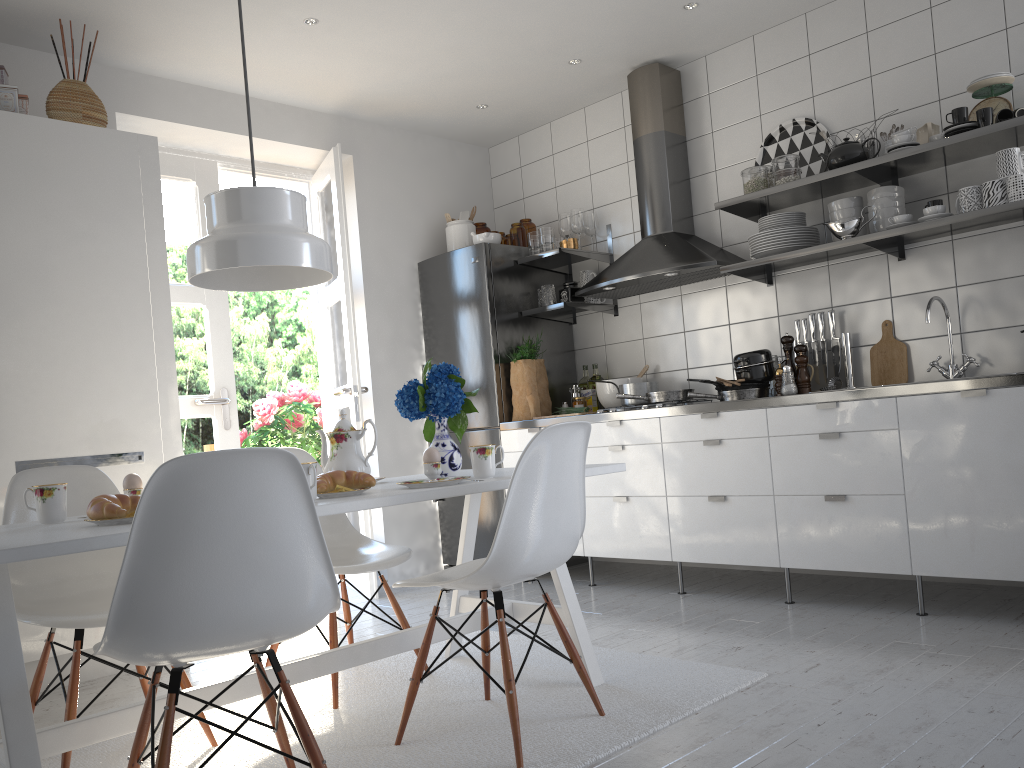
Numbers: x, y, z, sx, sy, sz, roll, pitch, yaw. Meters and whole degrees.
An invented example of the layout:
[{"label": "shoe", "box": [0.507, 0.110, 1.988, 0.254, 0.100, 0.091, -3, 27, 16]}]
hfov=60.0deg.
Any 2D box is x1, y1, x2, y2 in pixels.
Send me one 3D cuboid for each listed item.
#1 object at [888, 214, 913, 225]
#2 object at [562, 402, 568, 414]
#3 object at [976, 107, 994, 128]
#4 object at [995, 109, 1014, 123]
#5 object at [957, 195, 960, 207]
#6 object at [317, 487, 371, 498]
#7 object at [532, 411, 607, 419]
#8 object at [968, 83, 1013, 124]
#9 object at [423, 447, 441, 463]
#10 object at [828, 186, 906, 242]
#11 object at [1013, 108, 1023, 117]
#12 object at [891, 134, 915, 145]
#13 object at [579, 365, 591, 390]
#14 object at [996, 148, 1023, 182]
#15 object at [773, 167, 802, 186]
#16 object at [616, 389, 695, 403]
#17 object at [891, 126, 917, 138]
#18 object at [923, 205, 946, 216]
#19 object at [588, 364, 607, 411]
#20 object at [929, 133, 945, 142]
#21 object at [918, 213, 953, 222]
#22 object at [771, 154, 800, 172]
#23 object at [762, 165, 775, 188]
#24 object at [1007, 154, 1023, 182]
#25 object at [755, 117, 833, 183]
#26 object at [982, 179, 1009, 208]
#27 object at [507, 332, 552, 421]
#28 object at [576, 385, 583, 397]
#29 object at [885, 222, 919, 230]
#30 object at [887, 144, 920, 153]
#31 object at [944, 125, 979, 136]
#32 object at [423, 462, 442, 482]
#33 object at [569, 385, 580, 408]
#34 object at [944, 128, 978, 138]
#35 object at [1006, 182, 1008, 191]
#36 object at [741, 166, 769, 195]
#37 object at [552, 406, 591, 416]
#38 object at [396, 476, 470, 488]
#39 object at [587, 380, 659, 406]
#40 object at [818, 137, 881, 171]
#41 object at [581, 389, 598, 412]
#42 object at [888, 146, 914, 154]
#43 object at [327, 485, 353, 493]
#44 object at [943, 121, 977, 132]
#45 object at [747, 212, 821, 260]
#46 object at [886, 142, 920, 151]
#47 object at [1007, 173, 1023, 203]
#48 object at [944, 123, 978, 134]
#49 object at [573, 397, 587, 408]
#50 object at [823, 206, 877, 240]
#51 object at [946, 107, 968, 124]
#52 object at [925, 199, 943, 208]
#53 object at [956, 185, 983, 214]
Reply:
[{"label": "object", "box": [1.518, -0.628, 3.452, 0.079, 0.048, 0.082, -7, -3, 38]}, {"label": "object", "box": [0.294, 0.140, 4.865, 0.046, 0.084, 0.046, -5, -1, 23]}, {"label": "object", "box": [1.708, -0.952, 3.191, 0.055, 0.077, 0.070, -5, -2, 9]}, {"label": "object", "box": [1.781, -0.956, 3.200, 0.069, 0.058, 0.080, -6, -2, 19]}, {"label": "object", "box": [1.732, -0.671, 3.339, 0.083, 0.100, 0.108, -5, -2, -10]}, {"label": "object", "box": [-0.439, 0.279, 2.261, 0.158, 0.016, 0.158, -3, -4, -34]}, {"label": "object", "box": [0.295, 0.162, 4.557, 0.220, 0.012, 0.331, -2, -4, -44]}, {"label": "object", "box": [1.836, -1.019, 3.378, 0.185, 0.208, 0.159, -3, -2, -44]}, {"label": "object", "box": [-0.216, 0.201, 2.381, 0.048, 0.063, 0.048, -4, -2, -40]}, {"label": "object", "box": [1.490, -0.689, 3.719, 0.310, 0.216, 0.150, -7, -2, 43]}, {"label": "object", "box": [1.815, -0.966, 3.182, 0.069, 0.059, 0.082, -6, -2, 24]}, {"label": "object", "box": [1.519, -0.935, 3.444, 0.079, 0.050, 0.082, -6, -2, 19]}, {"label": "object", "box": [0.422, 0.035, 4.967, 0.066, 0.282, 0.066, -6, -1, 41]}, {"label": "object", "box": [1.779, -0.784, 3.155, 0.083, 0.100, 0.108, -5, -2, -10]}, {"label": "object", "box": [1.184, -0.877, 3.806, 0.121, 0.079, 0.121, -6, -3, 32]}, {"label": "object", "box": [0.695, 0.058, 4.223, 0.352, 0.060, 0.232, -6, -3, 24]}, {"label": "object", "box": [1.517, -0.964, 3.444, 0.078, 0.067, 0.083, -4, -2, -29]}, {"label": "object", "box": [1.593, -0.641, 3.340, 0.082, 0.048, 0.079, -3, -3, -32]}, {"label": "object", "box": [0.475, 0.028, 4.904, 0.082, 0.282, 0.090, -4, -1, -44]}, {"label": "object", "box": [1.645, -0.928, 3.403, 0.082, 0.048, 0.079, -3, -3, -32]}, {"label": "object", "box": [1.596, -0.620, 3.340, 0.121, 0.021, 0.121, -3, -4, -40]}, {"label": "object", "box": [1.219, -0.919, 3.926, 0.121, 0.171, 0.121, -4, -2, -24]}, {"label": "object", "box": [1.150, -0.906, 4.071, 0.121, 0.171, 0.121, -4, -2, -24]}, {"label": "object", "box": [1.867, -0.786, 3.275, 0.083, 0.100, 0.108, -5, -2, 15]}, {"label": "object", "box": [1.299, -1.028, 4.093, 0.053, 0.393, 0.396, -4, -2, -44]}, {"label": "object", "box": [1.755, -0.680, 3.191, 0.108, 0.100, 0.083, -6, -2, 35]}, {"label": "object", "box": [0.095, -0.049, 4.761, 0.174, 0.509, 0.282, -6, -1, 33]}, {"label": "object", "box": [0.370, 0.093, 4.930, 0.059, 0.172, 0.059, -5, -1, 5]}, {"label": "object", "box": [1.521, -0.608, 3.453, 0.121, 0.021, 0.121, -8, -4, 43]}, {"label": "object", "box": [1.524, -0.904, 3.443, 0.121, 0.021, 0.121, -3, -4, -40]}, {"label": "object", "box": [1.665, -0.925, 3.277, 0.121, 0.021, 0.121, -3, -4, -40]}, {"label": "object", "box": [-0.212, 0.239, 2.381, 0.048, 0.057, 0.048, -5, -2, -4]}, {"label": "object", "box": [0.348, 0.092, 4.868, 0.059, 0.172, 0.059, -5, -1, 5]}, {"label": "object", "box": [1.666, -0.916, 3.276, 0.121, 0.021, 0.121, -6, -3, 23]}, {"label": "object", "box": [1.809, -0.681, 3.268, 0.083, 0.100, 0.108, -5, -2, 15]}, {"label": "object", "box": [1.080, -0.887, 3.926, 0.121, 0.130, 0.121, -6, -2, 32]}, {"label": "object", "box": [0.288, 0.139, 4.559, 0.141, 0.053, 0.277, -3, -3, -29]}, {"label": "object", "box": [-0.210, 0.265, 2.380, 0.200, 0.016, 0.201, -3, -4, -39]}, {"label": "object", "box": [0.573, 0.037, 4.502, 0.347, 0.154, 0.200, -5, -2, -5]}, {"label": "object", "box": [1.376, -0.934, 3.618, 0.178, 0.142, 0.200, -5, -2, -3]}, {"label": "object", "box": [0.426, 0.102, 4.888, 0.044, 0.141, 0.077, -4, -2, -44]}, {"label": "object", "box": [1.525, -0.895, 3.443, 0.121, 0.021, 0.121, -3, -4, -40]}, {"label": "object", "box": [-0.429, 0.267, 2.229, 0.070, 0.036, 0.109, -3, -3, -36]}, {"label": "object", "box": [1.662, -0.944, 3.278, 0.121, 0.023, 0.121, -5, -3, -4]}, {"label": "object", "box": [1.200, -0.643, 3.919, 0.300, 0.195, 0.307, -3, -3, -40]}, {"label": "object", "box": [1.521, -0.914, 3.446, 0.121, 0.024, 0.121, -7, -4, 41]}, {"label": "object", "box": [1.813, -0.688, 3.131, 0.108, 0.100, 0.083, -6, -2, 35]}, {"label": "object", "box": [1.665, -0.935, 3.276, 0.121, 0.023, 0.121, -4, -3, -13]}, {"label": "object", "box": [0.369, 0.122, 4.800, 0.078, 0.101, 0.078, -5, -2, 12]}, {"label": "object", "box": [1.378, -0.643, 3.614, 0.210, 0.134, 0.102, -6, -2, 28]}, {"label": "object", "box": [1.656, -0.978, 3.285, 0.055, 0.078, 0.071, -4, -2, -24]}, {"label": "object", "box": [1.668, -0.682, 3.494, 0.055, 0.078, 0.070, -5, -2, 6]}, {"label": "object", "box": [1.695, -0.670, 3.276, 0.083, 0.100, 0.108, -5, -2, 15]}]
